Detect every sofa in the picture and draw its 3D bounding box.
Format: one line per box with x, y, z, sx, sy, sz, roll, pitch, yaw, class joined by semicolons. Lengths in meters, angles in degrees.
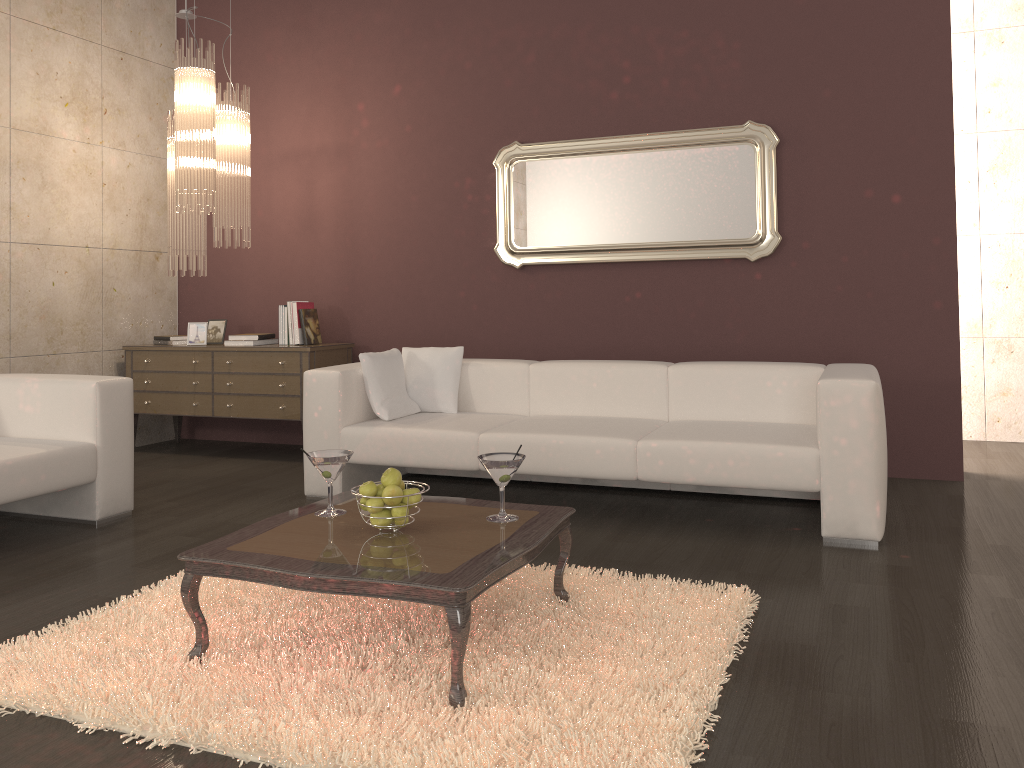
0.362;0.230;4.411;2.781;0.652;0.946;1;4;22;sofa
-2.599;0.360;3.493;0.943;0.650;2.033;0;5;22;sofa

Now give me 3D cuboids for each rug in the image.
-0.367;0.731;2.603;1.996;0.067;1.514;1;6;22;rug

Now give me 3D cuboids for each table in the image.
-0.349;0.584;2.615;0.913;0.303;0.908;1;5;20;table

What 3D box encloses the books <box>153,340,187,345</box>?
-2.365;-0.296;6.198;0.275;0.032;0.201;4;7;42;books

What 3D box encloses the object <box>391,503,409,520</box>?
-0.325;0.371;2.555;0.051;0.048;0.051;0;2;16;object

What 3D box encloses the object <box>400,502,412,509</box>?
-0.316;0.347;2.644;0.061;0.062;0.061;-1;2;-14;object

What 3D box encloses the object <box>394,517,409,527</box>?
-0.326;0.401;2.594;0.044;0.043;0.043;0;2;26;object

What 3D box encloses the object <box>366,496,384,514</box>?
-0.397;0.350;2.550;0.053;0.051;0.053;0;2;26;object

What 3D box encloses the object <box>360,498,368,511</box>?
-0.425;0.350;2.591;0.045;0.046;0.044;0;2;13;object

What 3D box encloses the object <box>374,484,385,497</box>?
-0.389;0.320;2.603;0.045;0.044;0.045;-1;2;-7;object

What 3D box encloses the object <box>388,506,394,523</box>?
-0.364;0.390;2.642;0.055;0.055;0.055;0;2;33;object

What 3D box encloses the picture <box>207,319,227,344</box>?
-2.066;-0.364;6.140;0.140;0.172;0.077;-1;0;7;picture

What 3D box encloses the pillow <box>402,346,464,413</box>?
-0.459;-0.026;4.894;0.376;0.362;0.169;0;0;20;pillow

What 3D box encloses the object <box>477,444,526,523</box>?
-0.031;0.308;2.731;0.151;0.217;0.151;-1;1;-3;object

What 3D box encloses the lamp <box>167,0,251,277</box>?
-1.843;-2.081;5.413;0.484;2.841;0.483;0;-2;-31;lamp

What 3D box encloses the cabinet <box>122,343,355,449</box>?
-1.865;0.098;5.976;1.527;0.731;0.532;1;1;22;cabinet

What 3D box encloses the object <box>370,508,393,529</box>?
-0.383;0.390;2.581;0.067;0.064;0.069;-2;2;-23;object

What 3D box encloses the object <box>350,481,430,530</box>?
-0.359;0.369;2.605;0.234;0.119;0.234;-3;4;-23;object

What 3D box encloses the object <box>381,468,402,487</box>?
-0.356;0.279;2.598;0.062;0.064;0.062;0;2;22;object

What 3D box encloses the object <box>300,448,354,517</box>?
-0.586;0.307;2.837;0.151;0.217;0.151;-1;1;14;object

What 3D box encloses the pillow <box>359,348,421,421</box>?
-0.651;-0.002;4.682;0.185;0.358;0.377;-1;2;21;pillow

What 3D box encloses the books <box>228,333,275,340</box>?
-1.754;-0.318;5.944;0.211;0.034;0.289;0;5;7;books

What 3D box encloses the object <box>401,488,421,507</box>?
-0.298;0.334;2.595;0.062;0.055;0.061;0;2;15;object

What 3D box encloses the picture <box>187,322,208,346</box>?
-2.138;-0.341;5.983;0.128;0.157;0.051;-1;-1;-8;picture

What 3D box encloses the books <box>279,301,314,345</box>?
-1.431;-0.408;5.872;0.178;0.290;0.204;-1;1;22;books

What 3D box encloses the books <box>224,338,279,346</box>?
-1.750;-0.282;5.925;0.224;0.035;0.308;1;5;17;books

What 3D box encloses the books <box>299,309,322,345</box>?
-1.336;-0.380;5.830;0.068;0.238;0.172;-1;1;22;books

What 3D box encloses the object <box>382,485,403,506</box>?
-0.347;0.324;2.556;0.062;0.061;0.057;-1;2;-9;object

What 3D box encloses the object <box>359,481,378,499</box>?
-0.420;0.310;2.571;0.053;0.051;0.054;0;2;22;object

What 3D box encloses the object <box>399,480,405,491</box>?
-0.345;0.309;2.642;0.045;0.049;0.050;0;2;36;object

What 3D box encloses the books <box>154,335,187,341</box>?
-2.379;-0.324;6.182;0.232;0.027;0.170;4;7;42;books

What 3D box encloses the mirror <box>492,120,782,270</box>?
0.707;-1.128;5.354;1.782;0.826;0.047;1;-1;22;mirror
